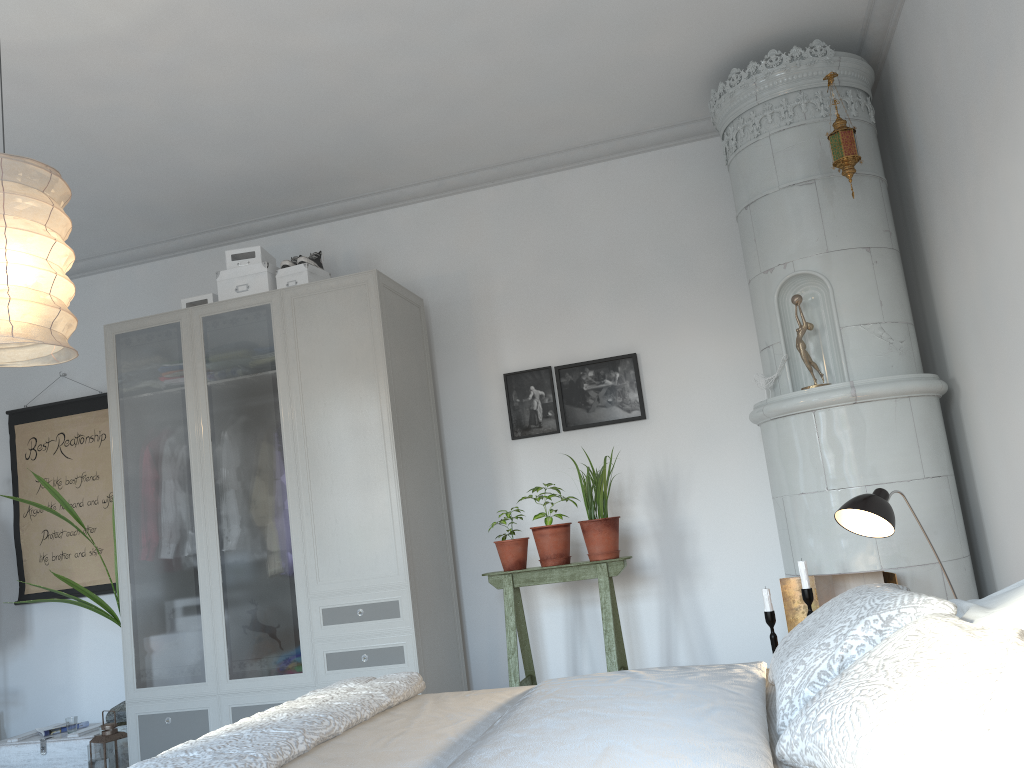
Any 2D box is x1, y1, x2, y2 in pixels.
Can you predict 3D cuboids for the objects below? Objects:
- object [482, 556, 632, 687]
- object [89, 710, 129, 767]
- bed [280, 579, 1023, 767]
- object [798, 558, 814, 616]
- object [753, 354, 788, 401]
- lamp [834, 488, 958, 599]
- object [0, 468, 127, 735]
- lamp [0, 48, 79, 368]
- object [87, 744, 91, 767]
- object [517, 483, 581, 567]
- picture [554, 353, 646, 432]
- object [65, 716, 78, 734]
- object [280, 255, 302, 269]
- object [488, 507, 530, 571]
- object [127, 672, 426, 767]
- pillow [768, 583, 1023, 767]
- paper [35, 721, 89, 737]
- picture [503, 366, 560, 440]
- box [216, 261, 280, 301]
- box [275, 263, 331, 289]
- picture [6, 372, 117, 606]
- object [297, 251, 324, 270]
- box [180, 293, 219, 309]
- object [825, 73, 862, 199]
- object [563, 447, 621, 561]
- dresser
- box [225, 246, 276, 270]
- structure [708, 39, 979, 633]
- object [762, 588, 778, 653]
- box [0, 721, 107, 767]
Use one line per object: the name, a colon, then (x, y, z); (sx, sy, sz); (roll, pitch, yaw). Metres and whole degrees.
object: (0.243, 1.179, 3.859); (0.671, 0.772, 0.432); (-9, -9, 13)
object: (-1.896, 1.724, 4.186); (0.138, 0.351, 0.132); (-13, -11, 35)
bed: (0.226, 0.657, 1.571); (2.178, 1.044, 1.892); (-9, -9, 13)
object: (1.093, 0.982, 3.160); (0.091, 0.716, 0.091); (-11, -9, 22)
object: (1.064, -0.021, 3.639); (0.059, 0.164, 0.196); (-2, -10, -31)
lamp: (1.294, 0.753, 2.592); (0.451, 0.933, 0.826); (-12, -10, 31)
object: (-2.061, 1.177, 4.475); (0.289, 1.550, 1.044); (-15, -12, 42)
lamp: (-1.462, -0.675, 2.550); (0.339, 1.228, 0.341); (1, -12, -45)
object: (-2.004, 1.840, 4.304); (0.100, 0.180, 0.100); (-5, -9, -16)
object: (0.170, 0.615, 3.917); (0.258, 0.369, 0.235); (-11, -10, 25)
picture: (0.435, 0.042, 4.403); (0.415, 0.328, 0.037); (-9, -9, 13)
object: (-2.279, 1.769, 4.591); (0.060, 0.081, 0.060); (-4, -9, -21)
object: (-1.089, -0.597, 4.405); (0.080, 0.110, 0.213); (-8, -9, 7)
object: (-0.014, 0.696, 3.975); (0.194, 0.277, 0.177); (-4, -9, -19)
object: (-0.587, 0.757, 1.779); (0.405, 0.104, 1.463); (-9, -10, 13)
pillow: (0.616, 0.476, 1.459); (0.416, 0.225, 1.149); (-8, -9, 6)
paper: (-2.398, 1.832, 4.725); (0.222, 0.031, 0.175); (2, -13, -44)
picture: (0.098, 0.097, 4.489); (0.250, 0.341, 0.022); (-9, -9, 13)
box: (-1.271, -0.457, 4.431); (0.281, 0.199, 0.286); (-9, -9, 13)
box: (-1.021, -0.479, 4.369); (0.182, 0.158, 0.227); (-10, -10, 18)
picture: (-2.555, 0.569, 5.109); (0.793, 1.309, 0.057); (-9, -9, 13)
object: (-0.990, -0.614, 4.381); (0.080, 0.110, 0.213); (-10, -10, 19)
box: (-1.528, -0.368, 4.487); (0.180, 0.107, 0.223); (-9, -10, 13)
object: (1.276, -0.955, 3.429); (0.105, 0.504, 0.117); (-5, -9, -13)
object: (0.360, 0.518, 3.873); (0.300, 0.497, 0.334); (-7, -9, -3)
dresser: (-1.089, 0.695, 4.272); (1.433, 2.157, 0.632); (-9, -9, 13)
box: (-1.312, -0.600, 4.468); (0.180, 0.107, 0.225); (-8, -9, 3)
structure: (1.198, 0.048, 3.599); (1.247, 2.828, 0.803); (-2, -10, -31)
object: (0.995, 1.068, 3.306); (0.091, 0.620, 0.091); (-6, -9, -8)
box: (-2.347, 1.925, 4.659); (0.642, 0.218, 0.377); (-9, -9, 13)
